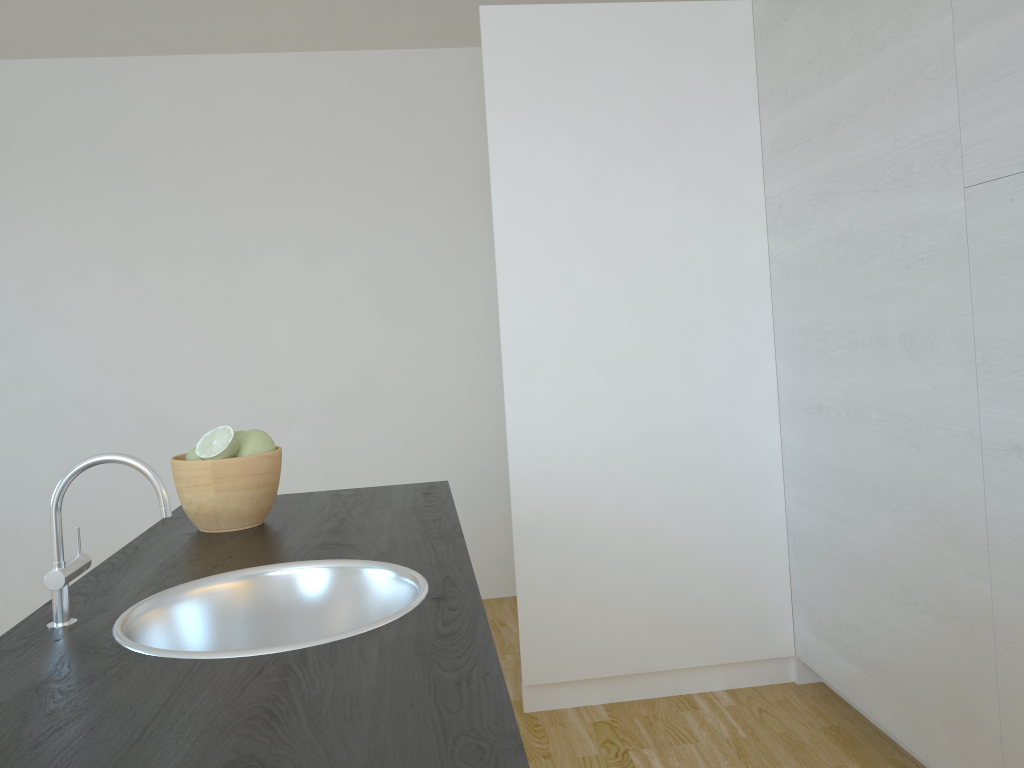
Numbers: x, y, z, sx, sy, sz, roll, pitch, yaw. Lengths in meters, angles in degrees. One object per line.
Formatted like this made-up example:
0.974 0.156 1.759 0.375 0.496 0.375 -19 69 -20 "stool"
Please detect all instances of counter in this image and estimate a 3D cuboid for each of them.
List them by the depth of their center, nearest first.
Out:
-0.307 0.328 0.860 0.601 0.040 2.403 -4 3 -7 "counter"

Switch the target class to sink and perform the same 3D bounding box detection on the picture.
-0.307 0.363 1.176 0.403 0.157 0.405 -2 3 35 "sink"

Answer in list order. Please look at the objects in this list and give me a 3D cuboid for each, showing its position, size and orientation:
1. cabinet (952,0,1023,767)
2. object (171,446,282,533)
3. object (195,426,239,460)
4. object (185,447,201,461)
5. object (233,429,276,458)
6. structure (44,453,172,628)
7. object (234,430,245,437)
1.468 -0.084 0.444 0.481 2.300 3.203 -4 2 -7 "cabinet"
-0.547 0.203 1.713 0.205 0.142 0.205 -2 3 45 "object"
-0.548 0.115 1.646 0.077 0.072 0.074 -3 2 18 "object"
-0.583 0.159 1.698 0.081 0.085 0.097 -5 2 -42 "object"
-0.504 0.138 1.708 0.086 0.098 0.102 -3 2 14 "object"
-0.528 0.196 1.180 0.162 0.215 0.097 -4 0 -6 "structure"
-0.566 0.124 1.773 0.086 0.065 0.084 -4 2 6 "object"
